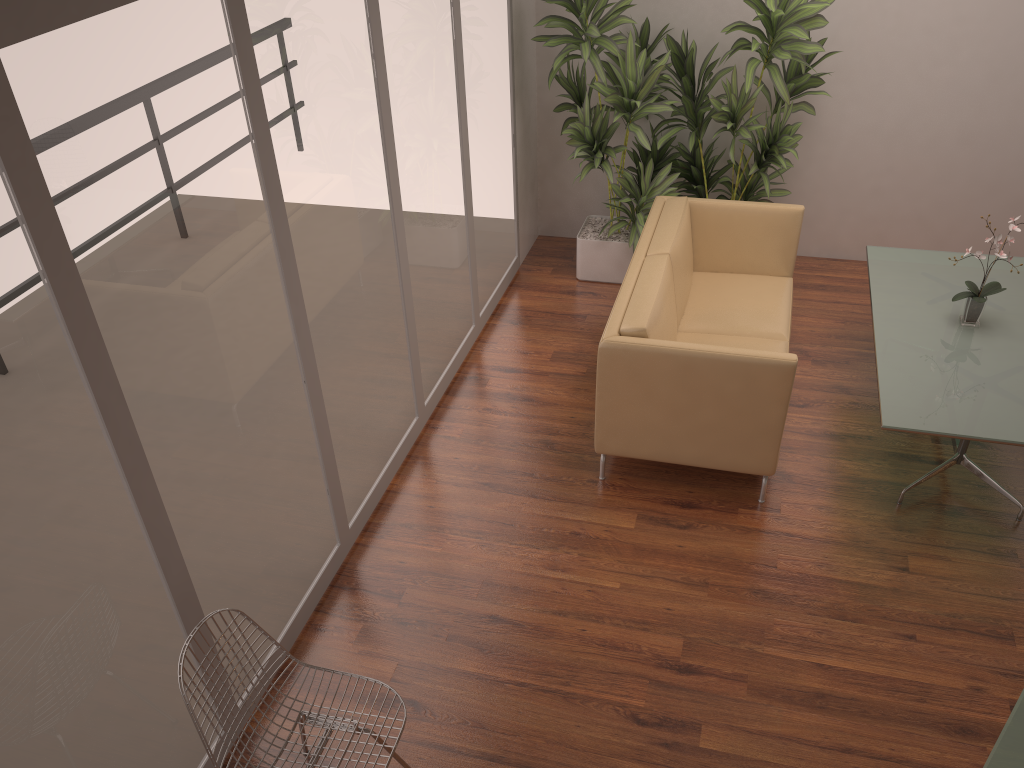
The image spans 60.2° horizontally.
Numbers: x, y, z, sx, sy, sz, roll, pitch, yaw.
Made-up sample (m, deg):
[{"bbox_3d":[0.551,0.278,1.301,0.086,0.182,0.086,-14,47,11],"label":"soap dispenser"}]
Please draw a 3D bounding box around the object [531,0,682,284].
[{"bbox_3d":[0.720,-1.703,5.658,0.956,2.204,1.043,20,42,28],"label":"object"}]

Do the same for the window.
[{"bbox_3d":[-1.075,-0.066,2.286,0.062,3.435,8.185,8,36,14],"label":"window"}]

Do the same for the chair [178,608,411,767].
[{"bbox_3d":[-0.643,1.126,2.767,0.560,0.943,0.519,8,37,14],"label":"chair"}]

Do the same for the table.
[{"bbox_3d":[2.292,-0.027,4.540,0.938,0.587,1.788,8,36,14],"label":"table"}]

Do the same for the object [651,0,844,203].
[{"bbox_3d":[1.375,-1.632,5.509,1.072,2.204,0.930,16,40,24],"label":"object"}]

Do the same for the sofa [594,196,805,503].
[{"bbox_3d":[1.057,-0.299,4.765,0.877,0.878,1.722,8,36,14],"label":"sofa"}]

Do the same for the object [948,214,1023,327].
[{"bbox_3d":[2.322,-0.555,4.241,0.370,0.617,0.284,4,36,9],"label":"object"}]
